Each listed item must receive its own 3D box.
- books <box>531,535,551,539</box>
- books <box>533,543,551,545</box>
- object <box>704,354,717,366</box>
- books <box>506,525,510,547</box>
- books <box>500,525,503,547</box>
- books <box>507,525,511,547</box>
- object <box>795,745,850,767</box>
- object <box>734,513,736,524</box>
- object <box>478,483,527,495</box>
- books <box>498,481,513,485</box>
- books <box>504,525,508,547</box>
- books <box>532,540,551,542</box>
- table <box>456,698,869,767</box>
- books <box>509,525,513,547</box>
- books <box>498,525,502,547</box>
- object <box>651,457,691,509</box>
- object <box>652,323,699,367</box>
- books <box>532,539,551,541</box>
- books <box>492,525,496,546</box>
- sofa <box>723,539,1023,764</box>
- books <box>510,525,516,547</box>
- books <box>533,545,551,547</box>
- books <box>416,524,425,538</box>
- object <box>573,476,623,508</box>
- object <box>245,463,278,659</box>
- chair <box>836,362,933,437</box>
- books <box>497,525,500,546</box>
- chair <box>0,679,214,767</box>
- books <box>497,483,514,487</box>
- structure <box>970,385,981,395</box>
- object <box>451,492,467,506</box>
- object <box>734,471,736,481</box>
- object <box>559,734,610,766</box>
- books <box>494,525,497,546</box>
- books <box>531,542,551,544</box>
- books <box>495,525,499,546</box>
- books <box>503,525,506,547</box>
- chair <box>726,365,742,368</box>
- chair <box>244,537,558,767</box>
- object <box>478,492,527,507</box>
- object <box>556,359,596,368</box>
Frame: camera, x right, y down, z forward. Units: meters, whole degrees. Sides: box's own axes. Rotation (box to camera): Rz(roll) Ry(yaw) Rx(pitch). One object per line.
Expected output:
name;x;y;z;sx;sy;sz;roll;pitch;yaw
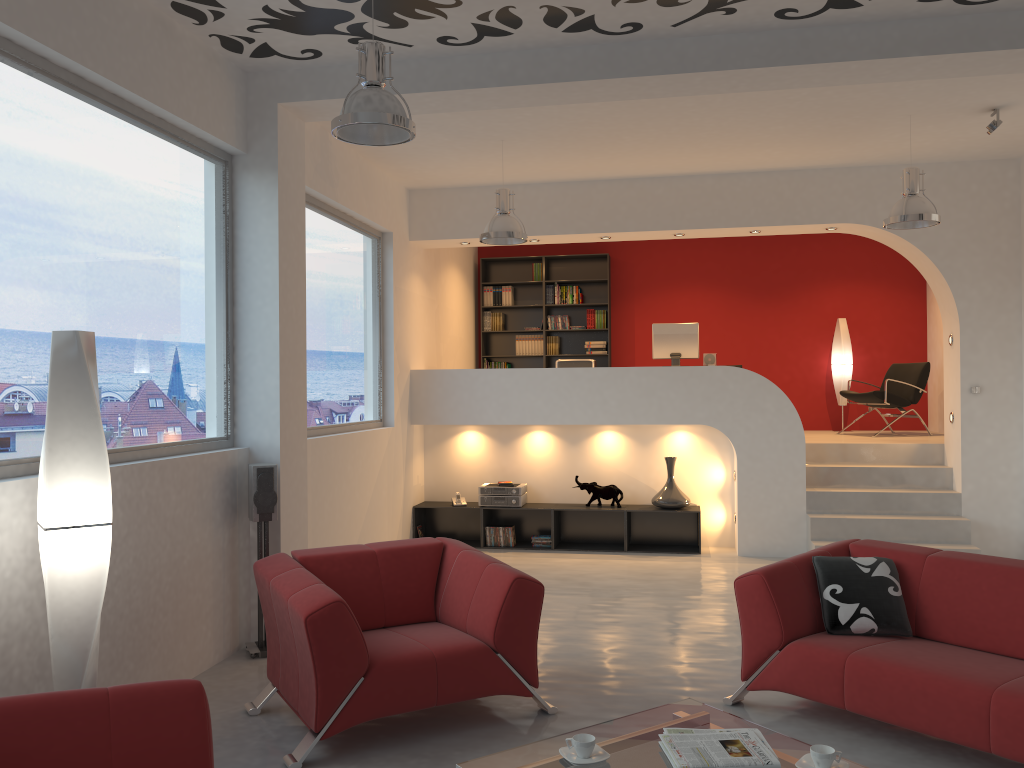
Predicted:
books;0.288;1.492;8.650;0.190;0.015;0.135;-1;0;6
books;0.306;1.552;8.647;0.190;0.015;0.135;-1;0;11
object;1.967;-0.229;8.835;0.133;0.147;0.151;0;0;-6
books;-0.032;1.483;8.660;0.031;0.190;0.135;-1;0;11
books;-0.091;1.483;8.671;0.031;0.190;0.135;-1;0;11
books;-0.017;1.482;8.657;0.031;0.190;0.135;-1;0;11
object;1.014;1.228;2.897;0.153;0.069;0.153;-1;0;37
object;2.115;1.271;8.406;0.011;0.105;0.105;-1;0;11
object;-0.088;1.037;8.751;0.430;0.077;0.349;-1;0;11
books;-0.064;0.975;8.723;0.135;0.015;0.190;0;0;-4
books;-0.047;1.483;8.663;0.031;0.190;0.135;-1;0;11
books;0.302;1.522;8.648;0.190;0.015;0.135;-1;0;11
table;0.593;1.408;2.798;1.097;0.286;1.162;0;0;-34
books;-0.002;1.482;8.654;0.031;0.190;0.135;-1;0;11
books;-0.105;1.483;8.674;0.031;0.190;0.135;-1;0;11
object;1.512;0.939;8.442;0.369;0.481;0.369;0;0;-24
object;1.633;-0.379;8.849;0.458;0.452;0.230;-1;0;11
books;0.296;1.507;8.641;0.190;0.015;0.135;-1;0;11
books;-0.164;1.484;8.685;0.031;0.190;0.135;-1;0;11
sofa;1.969;1.183;3.859;0.951;0.738;1.929;0;0;-39
books;0.012;1.482;8.652;0.031;0.190;0.135;-1;0;11
books;0.300;1.567;8.648;0.190;0.015;0.135;-1;0;6
books;-0.903;1.496;8.826;0.063;0.187;0.135;-1;0;11
object;0.834;1.038;8.595;0.507;0.296;0.191;-1;0;26
object;-1.471;1.031;5.243;0.214;1.112;0.229;0;0;-24
chair;4.093;0.163;9.764;0.768;0.795;0.664;0;0;-14
books;-0.120;1.483;8.677;0.031;0.190;0.135;-1;0;11
chair;-1.102;1.200;2.090;0.951;0.738;1.288;0;0;-29
books;-0.063;0.990;8.713;0.135;0.015;0.190;0;0;-9
structure;4.033;0.052;7.715;0.080;0.080;0.016;-1;0;11
object;-0.522;1.130;8.745;0.130;0.117;0.146;0;0;-14
object;2.111;0.871;8.408;0.011;0.105;0.105;-1;0;11
object;0.246;1.235;3.006;0.153;0.069;0.153;0;0;-23
books;-0.150;1.484;8.682;0.031;0.190;0.135;-1;0;11
books;0.296;1.537;8.649;0.190;0.015;0.135;-1;0;16
books;-0.135;1.484;8.680;0.031;0.190;0.135;-1;0;11
books;-0.061;1.483;8.666;0.031;0.190;0.135;-1;0;11
chair;2.226;0.180;10.060;0.664;0.795;0.768;-1;0;31
chair;-0.557;1.206;4.286;1.288;0.738;0.951;0;0;-29
object;-0.089;1.135;8.743;0.430;0.100;0.365;-1;0;11
object;0.671;-0.144;9.112;0.397;0.217;0.458;-1;0;11
